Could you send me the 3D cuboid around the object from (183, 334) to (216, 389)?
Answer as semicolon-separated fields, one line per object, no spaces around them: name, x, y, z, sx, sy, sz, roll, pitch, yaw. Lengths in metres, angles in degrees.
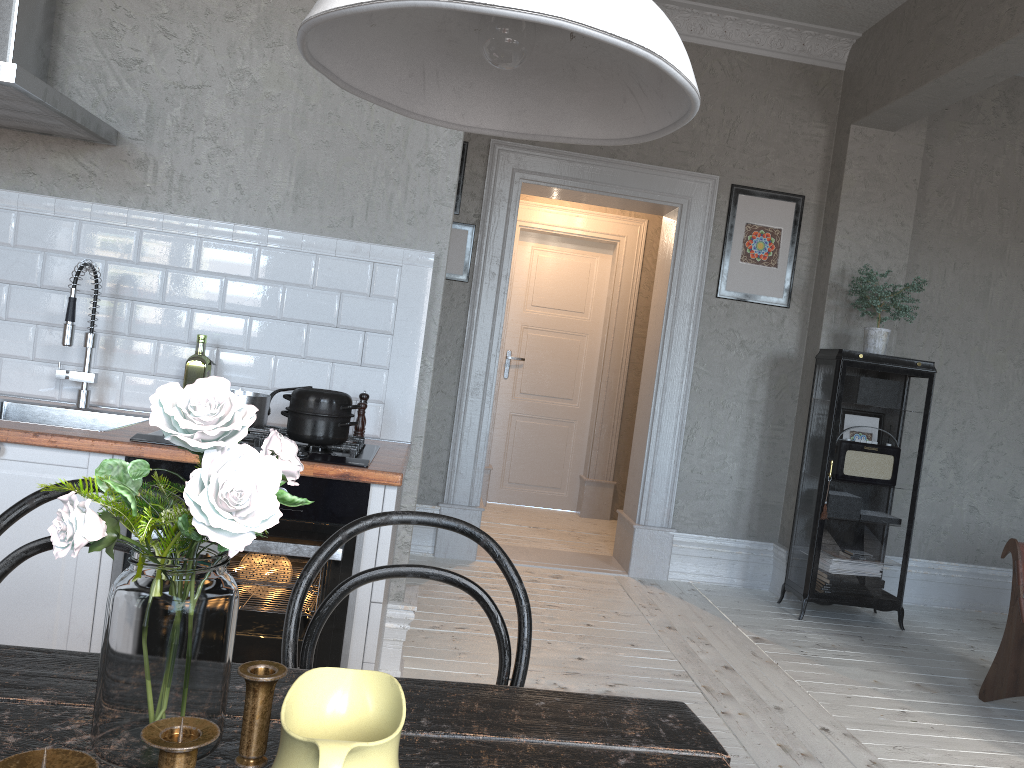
object;-1.016;-0.020;2.889;0.082;0.282;0.089;7;2;-6

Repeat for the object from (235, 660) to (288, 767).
object;-0.234;0.338;0.796;0.059;0.167;0.059;8;2;7

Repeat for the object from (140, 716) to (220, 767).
object;-0.259;0.336;0.670;0.061;0.172;0.062;8;2;15

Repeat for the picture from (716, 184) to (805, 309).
picture;1.477;-0.816;5.260;0.461;0.677;0.019;7;2;-7

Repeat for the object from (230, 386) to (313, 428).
object;-0.788;0.058;2.725;0.171;0.134;0.309;9;2;29

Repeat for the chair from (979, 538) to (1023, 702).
chair;2.342;1.057;3.335;0.510;0.720;1.012;7;2;-5

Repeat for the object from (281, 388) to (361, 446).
object;-0.540;0.091;2.487;0.196;0.147;0.187;7;2;-27

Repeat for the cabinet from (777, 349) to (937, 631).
cabinet;1.917;0.571;4.907;0.621;1.471;0.346;7;2;-7

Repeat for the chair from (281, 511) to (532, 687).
chair;-0.168;0.690;1.280;0.441;0.920;0.546;7;2;-8

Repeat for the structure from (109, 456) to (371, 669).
structure;-0.743;0.518;2.583;0.625;0.623;0.615;7;2;-6

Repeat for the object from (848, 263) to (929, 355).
object;2.053;-0.408;4.884;0.395;0.506;0.417;8;2;10

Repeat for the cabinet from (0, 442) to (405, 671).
cabinet;-2.135;0.441;1.762;1.946;0.854;4.284;9;2;40

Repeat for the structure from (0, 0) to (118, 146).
structure;-1.529;-1.606;2.516;0.715;1.595;0.709;7;2;-6

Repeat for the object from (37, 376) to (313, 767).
object;-0.352;0.192;0.960;0.253;0.414;0.310;7;2;-8

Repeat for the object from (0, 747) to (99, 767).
object;-0.326;0.330;0.600;0.097;0.172;0.094;7;2;-25

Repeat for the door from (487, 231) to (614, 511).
door;0.302;-0.094;7.127;0.808;2.191;0.079;7;2;-8

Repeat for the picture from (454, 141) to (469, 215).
picture;-0.412;-1.184;5.009;0.283;0.416;0.012;7;2;-7

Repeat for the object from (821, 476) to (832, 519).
object;1.671;0.607;4.708;0.039;0.234;0.046;9;2;40

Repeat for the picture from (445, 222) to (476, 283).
picture;-0.469;-0.773;5.020;0.492;0.331;0.014;7;2;-7

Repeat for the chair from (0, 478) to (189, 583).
chair;-0.696;0.622;1.208;0.437;0.920;0.550;8;2;2

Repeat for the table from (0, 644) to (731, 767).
table;-0.688;0.732;0.764;1.929;0.735;0.900;7;2;-7

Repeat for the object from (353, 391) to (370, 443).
object;-0.493;0.105;2.896;0.036;0.166;0.072;7;2;-5

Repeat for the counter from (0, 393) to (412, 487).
counter;-1.900;0.072;1.322;3.407;0.039;3.146;7;2;-6

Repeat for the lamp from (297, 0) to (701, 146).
lamp;0.110;-1.198;0.822;0.372;1.858;0.386;8;2;31

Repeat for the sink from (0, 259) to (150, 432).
sink;-1.337;-0.021;2.602;0.488;0.720;0.526;7;2;-6

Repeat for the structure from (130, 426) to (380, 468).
structure;-0.698;0.158;2.547;0.609;0.031;0.494;7;2;-6

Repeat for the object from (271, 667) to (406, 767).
object;-0.148;0.349;0.753;0.138;0.170;0.146;6;2;-45
